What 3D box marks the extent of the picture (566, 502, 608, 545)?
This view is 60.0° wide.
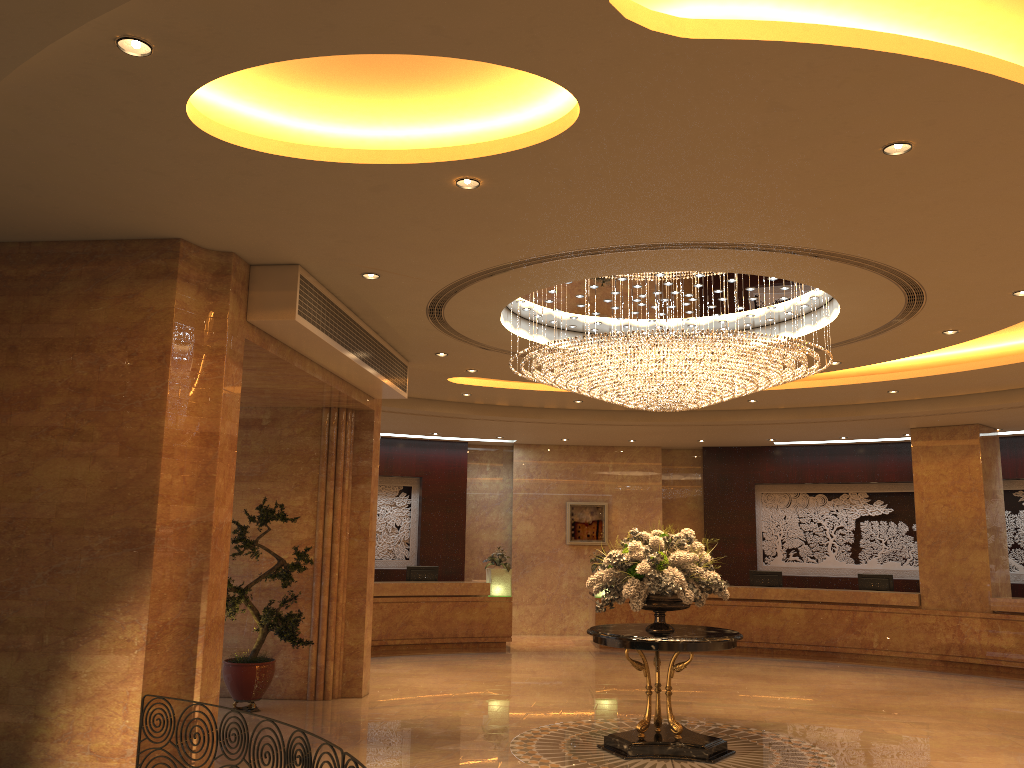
[{"bbox_3d":[1.596,2.961,18.840,0.875,0.890,0.068,1,-10,-2],"label":"picture"}]

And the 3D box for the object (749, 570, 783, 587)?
[{"bbox_3d":[4.787,3.773,16.707,0.430,0.500,0.531,7,-12,-32],"label":"object"}]

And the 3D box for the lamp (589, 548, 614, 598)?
[{"bbox_3d":[1.759,3.577,16.846,0.577,0.925,0.542,-1,-10,8],"label":"lamp"}]

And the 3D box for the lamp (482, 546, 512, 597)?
[{"bbox_3d":[-0.270,3.493,16.580,0.570,0.923,0.580,0,-10,3],"label":"lamp"}]

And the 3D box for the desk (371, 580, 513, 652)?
[{"bbox_3d":[-2.381,4.124,15.831,5.227,1.155,1.570,7,-11,-29],"label":"desk"}]

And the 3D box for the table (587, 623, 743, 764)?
[{"bbox_3d":[1.461,2.921,8.499,1.493,1.089,1.493,1,-10,0],"label":"table"}]

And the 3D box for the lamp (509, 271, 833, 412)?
[{"bbox_3d":[1.574,-0.317,9.069,3.206,1.196,3.204,-8,-14,43],"label":"lamp"}]

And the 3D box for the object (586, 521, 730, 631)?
[{"bbox_3d":[1.463,1.900,8.713,1.277,0.999,1.318,-7,-13,36],"label":"object"}]

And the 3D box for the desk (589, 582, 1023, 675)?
[{"bbox_3d":[6.956,3.977,14.092,12.951,1.155,3.466,-8,-13,40],"label":"desk"}]

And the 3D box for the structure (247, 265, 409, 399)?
[{"bbox_3d":[-1.776,-0.406,9.436,0.425,0.483,4.113,0,-10,6],"label":"structure"}]

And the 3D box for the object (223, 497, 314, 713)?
[{"bbox_3d":[-2.889,2.471,10.019,1.250,2.363,0.843,3,-10,-13],"label":"object"}]

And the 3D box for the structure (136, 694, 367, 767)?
[{"bbox_3d":[-2.463,1.945,2.019,3.815,0.995,7.624,-4,-11,25],"label":"structure"}]

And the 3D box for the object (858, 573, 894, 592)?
[{"bbox_3d":[6.531,3.661,15.910,0.430,0.500,0.531,5,-11,-21],"label":"object"}]

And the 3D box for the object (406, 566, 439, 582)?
[{"bbox_3d":[-1.817,3.619,16.402,0.918,0.500,0.397,3,-10,-11],"label":"object"}]
